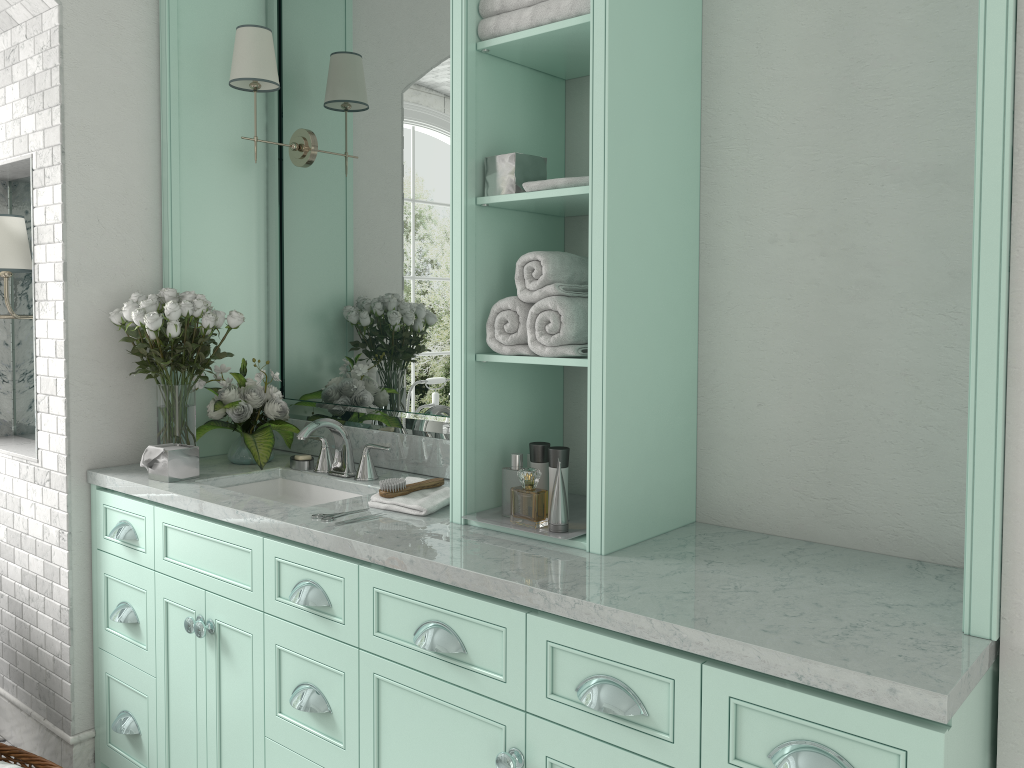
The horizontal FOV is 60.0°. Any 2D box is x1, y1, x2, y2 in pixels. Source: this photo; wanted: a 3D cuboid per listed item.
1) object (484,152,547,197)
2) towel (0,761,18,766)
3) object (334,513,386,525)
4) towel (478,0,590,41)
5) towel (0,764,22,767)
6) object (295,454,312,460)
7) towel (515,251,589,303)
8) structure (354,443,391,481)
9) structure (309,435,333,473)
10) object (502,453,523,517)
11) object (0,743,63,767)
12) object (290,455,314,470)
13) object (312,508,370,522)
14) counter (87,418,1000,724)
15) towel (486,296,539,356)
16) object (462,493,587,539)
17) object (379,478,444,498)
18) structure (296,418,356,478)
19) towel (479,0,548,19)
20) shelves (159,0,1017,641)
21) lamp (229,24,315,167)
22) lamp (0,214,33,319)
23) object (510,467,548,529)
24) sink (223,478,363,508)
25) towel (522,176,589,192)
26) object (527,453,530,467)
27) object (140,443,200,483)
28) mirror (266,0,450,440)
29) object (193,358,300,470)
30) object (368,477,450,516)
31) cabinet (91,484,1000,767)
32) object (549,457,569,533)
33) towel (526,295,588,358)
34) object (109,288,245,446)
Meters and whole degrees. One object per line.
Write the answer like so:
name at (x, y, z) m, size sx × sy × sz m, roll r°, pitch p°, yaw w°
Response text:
object at (0.010, -0.546, 2.345) m, size 0.122 × 0.105 × 0.118 m, roll -3°, pitch 5°, yaw -44°
towel at (-1.623, 1.271, 2.795) m, size 0.313 × 0.185 × 0.165 m, roll 1°, pitch 4°, yaw 10°
object at (-0.411, 0.365, 2.402) m, size 0.020 × 0.005 × 0.167 m, roll 5°, pitch 7°, yaw 44°
towel at (0.213, -0.934, 2.384) m, size 0.400 × 0.068 × 0.494 m, roll 4°, pitch 6°, yaw 40°
towel at (-1.600, 1.235, 2.653) m, size 0.321 × 0.211 × 0.149 m, roll 2°, pitch 4°, yaw 23°
object at (-0.750, 0.264, 3.181) m, size 0.051 × 0.022 × 0.077 m, roll -2°, pitch 5°, yaw -29°
towel at (0.147, -0.280, 2.354) m, size 0.169 × 0.142 × 0.299 m, roll 3°, pitch 5°, yaw 40°
structure at (-0.457, 0.260, 2.970) m, size 0.157 × 0.121 × 0.083 m, roll 2°, pitch 4°, yaw 24°
structure at (-0.692, 0.245, 3.140) m, size 0.157 × 0.121 × 0.083 m, roll 2°, pitch 4°, yaw 24°
object at (0.012, 0.270, 2.357) m, size 0.093 × 0.169 × 0.035 m, roll 3°, pitch 3°, yaw 40°
object at (-1.614, 1.347, 2.743) m, size 0.550 × 0.260 × 0.346 m, roll 3°, pitch 5°, yaw 30°
object at (-0.758, 0.283, 3.199) m, size 0.080 × 0.035 × 0.134 m, roll -3°, pitch 5°, yaw -32°
object at (-0.482, 0.360, 2.470) m, size 0.075 × 0.007 × 0.176 m, roll 3°, pitch 6°, yaw 32°
counter at (-0.160, 0.313, 2.534) m, size 2.810 × 0.181 × 0.825 m, roll 4°, pitch 6°, yaw 40°
towel at (0.078, -0.160, 2.398) m, size 0.153 × 0.162 × 0.311 m, roll 3°, pitch 5°, yaw 40°
object at (0.136, 0.350, 2.382) m, size 0.350 × 0.008 × 0.439 m, roll 4°, pitch 6°, yaw 40°
object at (-0.292, 0.299, 2.636) m, size 0.228 × 0.044 × 0.068 m, roll -4°, pitch 6°, yaw -41°
structure at (-0.617, 0.216, 2.984) m, size 0.103 × 0.204 × 0.235 m, roll 2°, pitch 4°, yaw 29°
towel at (0.216, -0.995, 2.387) m, size 0.400 × 0.068 × 0.494 m, roll 4°, pitch 6°, yaw 40°
shelves at (-0.081, -0.706, 2.573) m, size 2.811 × 2.120 × 0.465 m, roll 4°, pitch 4°, yaw 40°
lamp at (-0.912, -1.067, 3.327) m, size 0.183 × 0.487 × 0.309 m, roll 2°, pitch 4°, yaw 39°
lamp at (-1.968, -0.444, 3.437) m, size 0.548 × 0.383 × 0.309 m, roll 4°, pitch 5°, yaw 40°
object at (0.044, 0.288, 2.276) m, size 0.063 × 0.147 × 0.093 m, roll -3°, pitch 4°, yaw -45°
sink at (-0.718, 0.398, 2.885) m, size 0.603 × 0.079 × 0.347 m, roll 4°, pitch 6°, yaw 40°
towel at (0.211, -0.506, 2.282) m, size 0.239 × 0.056 × 0.317 m, roll 4°, pitch 6°, yaw 36°
object at (0.087, 0.271, 2.451) m, size 0.093 × 0.151 × 0.035 m, roll 3°, pitch 4°, yaw 43°
object at (-1.155, 0.261, 2.977) m, size 0.136 × 0.112 × 0.147 m, roll 3°, pitch 5°, yaw 36°
mirror at (-0.439, -0.795, 3.128) m, size 1.437 × 1.930 × 0.015 m, roll 3°, pitch 4°, yaw 40°
object at (-0.972, 0.097, 3.301) m, size 0.453 × 0.402 × 0.394 m, roll 4°, pitch 5°, yaw 41°
object at (-0.292, 0.330, 2.615) m, size 0.317 × 0.056 × 0.239 m, roll 4°, pitch 6°, yaw 36°
cabinet at (-0.175, 0.948, 2.544) m, size 2.800 × 1.096 × 0.864 m, roll 4°, pitch 5°, yaw 40°
object at (0.117, 0.278, 2.211) m, size 0.050 × 0.179 × 0.050 m, roll 3°, pitch 3°, yaw 42°
towel at (0.182, -0.151, 2.307) m, size 0.160 × 0.159 × 0.305 m, roll 3°, pitch 5°, yaw 40°
object at (-1.189, -0.014, 3.140) m, size 0.392 × 0.652 × 0.356 m, roll -2°, pitch 4°, yaw -38°
